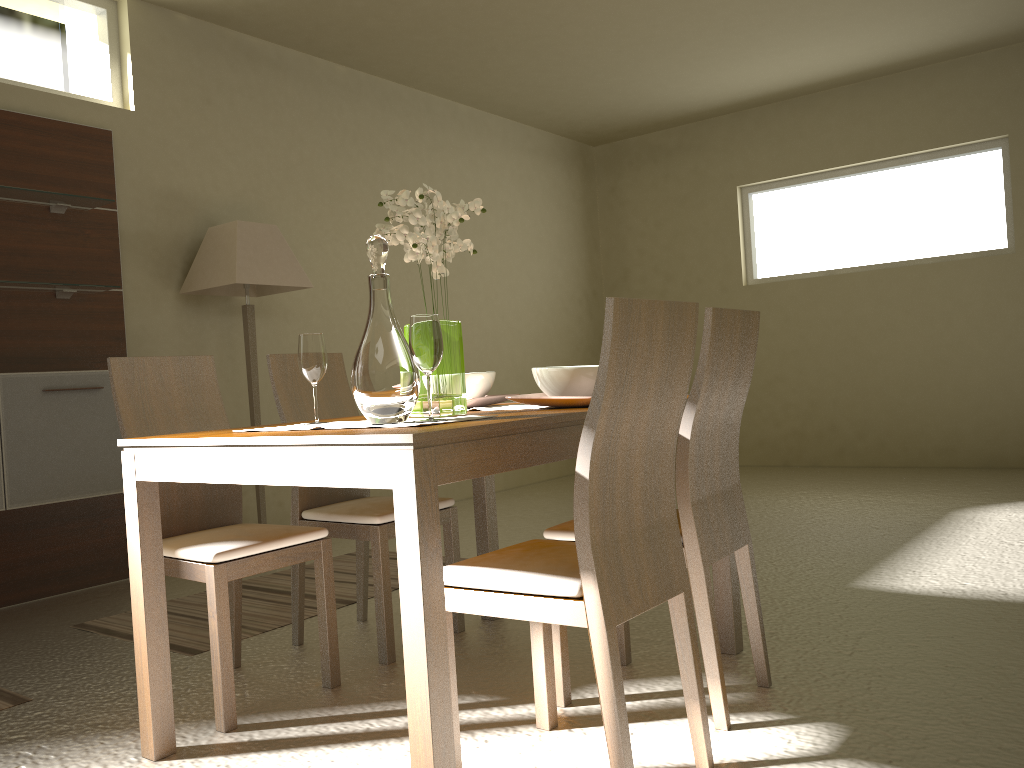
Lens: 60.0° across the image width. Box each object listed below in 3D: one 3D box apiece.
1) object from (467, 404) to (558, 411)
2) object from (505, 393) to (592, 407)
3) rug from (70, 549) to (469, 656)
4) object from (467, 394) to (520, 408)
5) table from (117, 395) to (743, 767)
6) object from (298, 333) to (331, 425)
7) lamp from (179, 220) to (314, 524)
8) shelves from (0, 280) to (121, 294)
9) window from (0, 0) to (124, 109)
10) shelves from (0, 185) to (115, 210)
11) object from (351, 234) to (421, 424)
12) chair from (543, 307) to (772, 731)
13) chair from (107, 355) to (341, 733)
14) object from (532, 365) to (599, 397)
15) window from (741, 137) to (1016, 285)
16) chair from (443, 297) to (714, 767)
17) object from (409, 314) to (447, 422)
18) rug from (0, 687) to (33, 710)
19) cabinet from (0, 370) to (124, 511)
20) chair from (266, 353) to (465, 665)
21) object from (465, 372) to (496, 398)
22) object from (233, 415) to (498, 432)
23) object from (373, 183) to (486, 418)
[{"bbox_3d":[-0.018,0.067,2.681,0.589,0.010,0.287,-3,0,40],"label":"object"},{"bbox_3d":[0.173,0.041,2.408,0.283,0.041,0.283,-3,0,37],"label":"object"},{"bbox_3d":[-0.947,0.914,3.929,0.843,0.010,1.613,-3,0,37],"label":"rug"},{"bbox_3d":[-0.162,0.059,2.773,0.283,0.033,0.283,-3,0,31],"label":"object"},{"bbox_3d":[-0.129,0.477,2.459,1.000,0.790,1.411,-3,0,37],"label":"table"},{"bbox_3d":[-0.508,-0.012,2.275,0.075,0.232,0.075,-4,0,-4],"label":"object"},{"bbox_3d":[-1.385,0.044,4.759,0.499,1.782,0.499,-3,0,37],"label":"lamp"},{"bbox_3d":[-2.693,-0.400,3.294,0.255,0.008,2.463,-3,0,37],"label":"shelves"},{"bbox_3d":[-0.752,-0.580,1.393,6.429,3.000,4.466,-3,0,35],"label":"window"},{"bbox_3d":[-2.719,-0.808,3.291,0.255,0.008,2.463,-3,0,37],"label":"shelves"},{"bbox_3d":[-0.293,-0.125,2.006,0.156,0.426,0.156,-4,0,-12],"label":"object"},{"bbox_3d":[0.394,0.329,2.389,0.507,1.017,0.404,-3,0,34],"label":"chair"},{"bbox_3d":[-0.863,0.409,2.628,0.507,1.017,0.404,-3,0,37],"label":"chair"},{"bbox_3d":[0.173,0.001,2.406,0.233,0.107,0.232,-4,0,-42],"label":"object"},{"bbox_3d":[2.822,-1.304,7.009,2.025,0.848,0.100,-3,0,37],"label":"window"},{"bbox_3d":[0.129,0.349,1.934,0.507,1.017,0.404,-3,0,38],"label":"chair"},{"bbox_3d":[-0.185,-0.034,1.940,0.075,0.232,0.075,-4,0,-4],"label":"object"},{"bbox_3d":[-2.272,1.008,2.301,0.842,0.007,1.613,-3,0,38],"label":"rug"},{"bbox_3d":[-2.602,0.273,3.264,0.372,0.570,2.463,-3,0,37],"label":"cabinet"},{"bbox_3d":[-0.519,0.384,3.107,0.507,1.017,0.404,-3,0,34],"label":"chair"},{"bbox_3d":[-0.164,0.019,2.773,0.233,0.101,0.233,-4,0,26],"label":"object"},{"bbox_3d":[-0.355,0.092,2.111,0.589,0.010,0.287,-3,0,34],"label":"object"},{"bbox_3d":[-0.220,-0.216,2.348,0.304,0.608,0.302,-3,0,40],"label":"object"}]
